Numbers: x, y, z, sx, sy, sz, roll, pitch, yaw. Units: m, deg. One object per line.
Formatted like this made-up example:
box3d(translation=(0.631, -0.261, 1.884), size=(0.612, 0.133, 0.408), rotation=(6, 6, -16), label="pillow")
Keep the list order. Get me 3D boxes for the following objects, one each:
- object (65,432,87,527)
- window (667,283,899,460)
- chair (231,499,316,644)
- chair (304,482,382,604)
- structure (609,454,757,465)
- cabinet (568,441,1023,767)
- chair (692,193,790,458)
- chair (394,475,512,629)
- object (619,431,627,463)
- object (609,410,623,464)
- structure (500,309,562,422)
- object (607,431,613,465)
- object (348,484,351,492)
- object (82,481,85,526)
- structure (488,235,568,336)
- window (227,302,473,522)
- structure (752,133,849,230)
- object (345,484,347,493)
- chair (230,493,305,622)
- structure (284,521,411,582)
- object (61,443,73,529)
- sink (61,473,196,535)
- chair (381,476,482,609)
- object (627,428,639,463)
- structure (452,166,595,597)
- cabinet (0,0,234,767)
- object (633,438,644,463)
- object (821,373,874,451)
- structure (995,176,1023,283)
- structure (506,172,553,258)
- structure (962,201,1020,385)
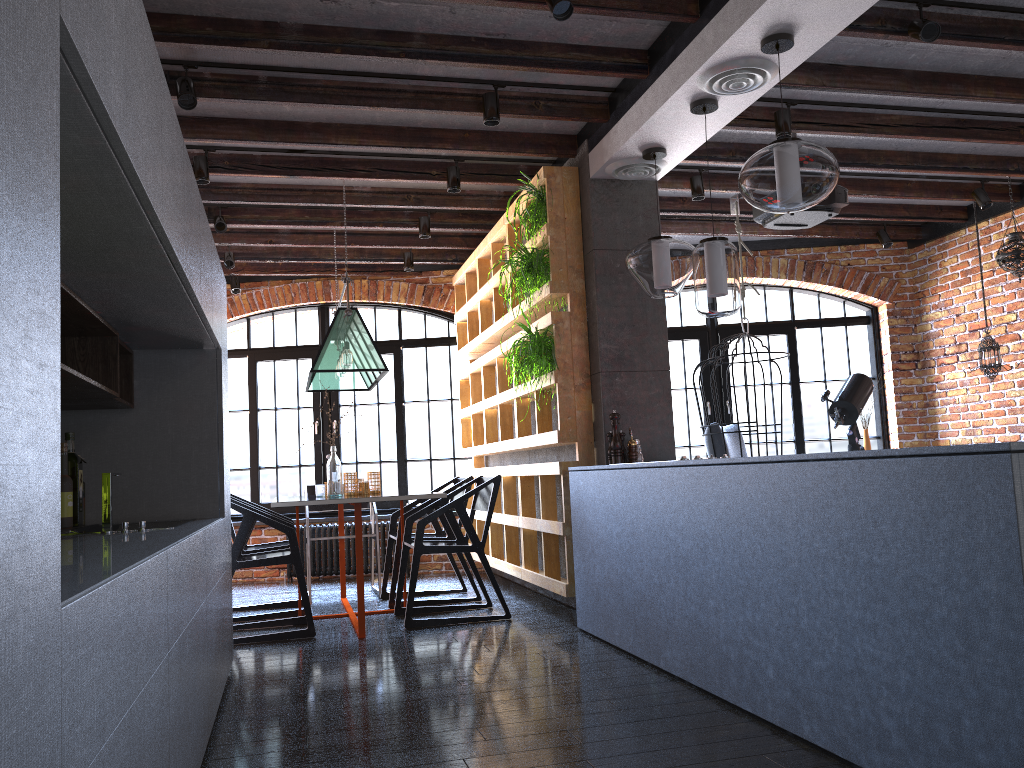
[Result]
box3d(translation=(-1.728, 0.376, 3.492), size=(0.095, 0.369, 0.109), rotation=(-1, -6, -14), label="object")
box3d(translation=(1.826, 0.045, 7.929), size=(3.293, 2.231, 0.177), rotation=(-3, -5, 3), label="window")
box3d(translation=(-1.428, 0.987, 4.965), size=(0.610, 0.818, 0.495), rotation=(-1, -6, -14), label="chair")
box3d(translation=(-1.239, 1.124, 6.441), size=(0.495, 0.818, 0.611), rotation=(-1, -6, -14), label="chair")
box3d(translation=(0.800, 0.346, 3.899), size=(0.504, 0.057, 0.764), rotation=(-1, -6, -14), label="structure")
box3d(translation=(0.974, 0.691, 3.283), size=(0.607, 0.843, 2.962), rotation=(-1, -6, -14), label="cabinet")
box3d(translation=(1.625, -0.242, 6.330), size=(0.683, 2.219, 0.802), rotation=(-6, -6, 31), label="chair")
box3d(translation=(-0.377, 0.962, 5.235), size=(0.610, 0.818, 0.495), rotation=(-1, -6, -14), label="chair")
box3d(translation=(0.582, 0.337, 4.693), size=(0.048, 0.179, 0.048), rotation=(0, -6, -31), label="object")
box3d(translation=(0.540, 0.278, 4.599), size=(0.061, 0.282, 0.061), rotation=(-3, -5, 0), label="object")
box3d(translation=(0.169, -0.105, 5.077), size=(0.422, 0.620, 0.571), rotation=(-3, -6, 5), label="structure")
box3d(translation=(0.524, 0.337, 4.665), size=(0.048, 0.179, 0.048), rotation=(-7, -7, 35), label="object")
box3d(translation=(-1.081, 0.687, 5.801), size=(0.060, 0.073, 0.060), rotation=(-7, -7, 38), label="object")
box3d(translation=(-1.742, 0.451, 3.565), size=(0.047, 0.235, 0.047), rotation=(0, -6, -27), label="object")
box3d(translation=(0.113, -0.584, 5.078), size=(0.570, 0.620, 0.422), rotation=(3, -8, -45), label="structure")
box3d(translation=(-1.658, 0.218, 7.933), size=(3.145, 2.231, 0.177), rotation=(-3, -5, 3), label="window")
box3d(translation=(1.615, -1.326, 5.080), size=(0.409, 0.816, 0.464), rotation=(-1, -6, -14), label="structure")
box3d(translation=(-1.072, 0.670, 5.639), size=(0.060, 0.073, 0.060), rotation=(-4, -6, 17), label="object")
box3d(translation=(-1.623, 1.073, 5.730), size=(0.610, 0.818, 0.495), rotation=(-1, -6, -14), label="chair")
box3d(translation=(-1.387, 1.415, 7.516), size=(1.115, 0.476, 0.106), rotation=(-3, -5, 3), label="structure")
box3d(translation=(-1.701, 0.385, 3.363), size=(0.063, 0.323, 0.063), rotation=(-6, -6, 33), label="object")
box3d(translation=(-1.376, 0.467, 3.184), size=(0.381, 0.287, 0.828), rotation=(-1, -6, -14), label="sink")
box3d(translation=(-0.572, 1.047, 6.001), size=(0.610, 0.818, 0.495), rotation=(-1, -6, -14), label="chair")
box3d(translation=(0.631, 0.322, 4.628), size=(0.058, 0.192, 0.081), rotation=(-6, -6, 27), label="object")
box3d(translation=(-0.014, 0.110, 6.244), size=(0.206, 2.380, 2.831), rotation=(-1, -6, -14), label="structure")
box3d(translation=(-1.158, 0.190, 2.063), size=(0.713, 1.807, 4.177), rotation=(-1, -6, -14), label="cabinet")
box3d(translation=(0.657, 0.354, 4.682), size=(0.069, 0.135, 0.069), rotation=(1, -7, -34), label="object")
box3d(translation=(2.547, 0.642, 6.768), size=(0.570, 1.470, 0.616), rotation=(-4, -5, 12), label="object")
box3d(translation=(3.474, -1.082, 6.130), size=(0.265, 0.778, 0.273), rotation=(-5, -6, 25), label="structure")
box3d(translation=(0.254, -0.950, 5.168), size=(0.570, 0.620, 0.422), rotation=(0, -6, -25), label="structure")
box3d(translation=(3.457, -0.708, 6.512), size=(0.389, 1.436, 0.339), rotation=(-2, -5, -14), label="structure")
